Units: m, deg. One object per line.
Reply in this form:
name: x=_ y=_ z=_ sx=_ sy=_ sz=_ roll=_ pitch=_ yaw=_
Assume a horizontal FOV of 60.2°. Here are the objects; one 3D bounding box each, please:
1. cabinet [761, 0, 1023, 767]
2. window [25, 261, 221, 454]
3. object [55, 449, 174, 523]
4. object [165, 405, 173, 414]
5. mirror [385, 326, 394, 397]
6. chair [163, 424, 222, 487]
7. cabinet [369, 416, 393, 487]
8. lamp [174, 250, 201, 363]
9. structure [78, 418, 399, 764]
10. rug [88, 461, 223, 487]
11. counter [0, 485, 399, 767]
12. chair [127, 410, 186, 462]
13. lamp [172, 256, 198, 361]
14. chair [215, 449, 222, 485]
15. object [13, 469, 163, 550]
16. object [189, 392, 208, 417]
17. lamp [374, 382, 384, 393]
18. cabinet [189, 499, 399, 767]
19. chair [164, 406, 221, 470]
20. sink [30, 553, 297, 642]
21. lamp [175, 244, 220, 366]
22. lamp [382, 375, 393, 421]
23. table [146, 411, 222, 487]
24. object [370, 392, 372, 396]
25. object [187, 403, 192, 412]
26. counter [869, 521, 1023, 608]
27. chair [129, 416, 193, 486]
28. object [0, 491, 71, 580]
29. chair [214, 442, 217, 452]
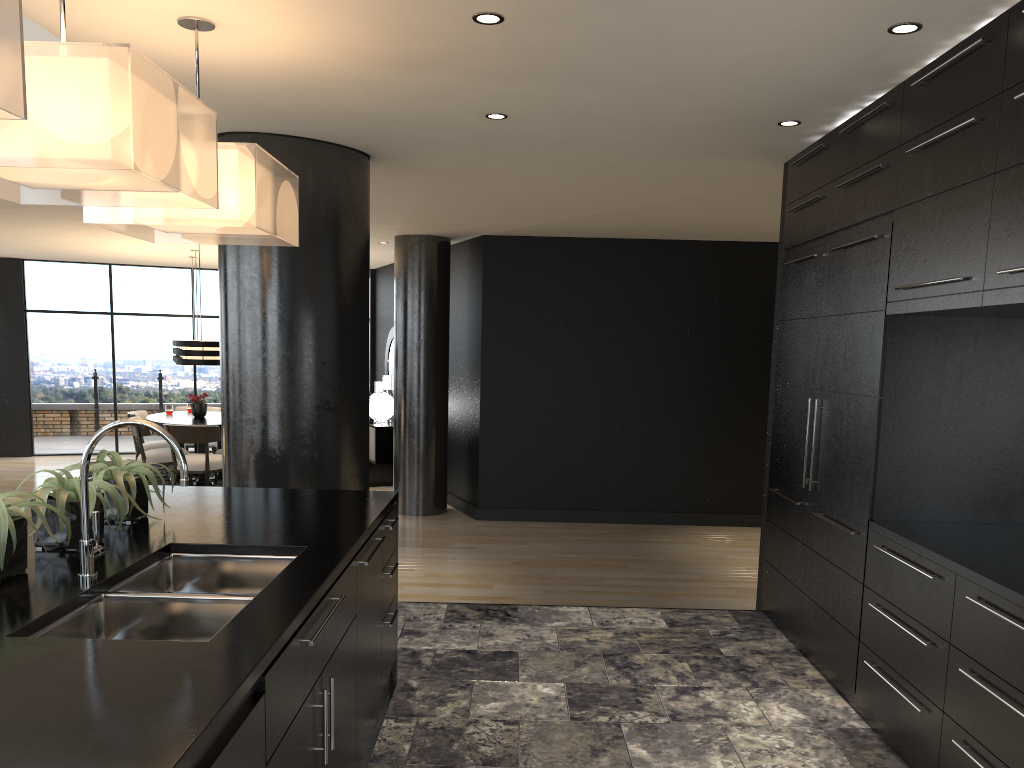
cabinet: x=1.784 y=0.177 z=2.077 sx=0.729 sy=2.547 sz=5.678 roll=1 pitch=3 yaw=0
window: x=-5.527 y=-1.077 z=5.525 sx=10.126 sy=4.832 sz=15.751 roll=1 pitch=3 yaw=-13
object: x=-1.329 y=0.345 z=3.070 sx=0.396 sy=0.241 sz=0.404 roll=3 pitch=4 yaw=25
object: x=-4.255 y=0.319 z=10.960 sx=0.095 sy=0.107 sz=0.094 roll=0 pitch=5 yaw=-11
mirror: x=-1.497 y=-0.211 z=11.373 sx=0.025 sy=1.089 sz=1.066 roll=-2 pitch=6 yaw=-22
chair: x=-3.378 y=0.823 z=9.544 sx=0.642 sy=0.815 sz=0.610 roll=2 pitch=6 yaw=6
cabinet: x=-1.697 y=0.815 z=11.180 sx=0.610 sy=0.773 sz=2.219 roll=-1 pitch=4 yaw=-22
lamp: x=-3.744 y=-0.919 z=10.490 sx=0.535 sy=1.343 sz=0.530 roll=-2 pitch=8 yaw=-23
structure: x=-0.787 y=0.603 z=2.240 sx=0.656 sy=1.027 sz=2.752 roll=1 pitch=3 yaw=0
rug: x=-3.782 y=1.162 z=10.785 sx=2.715 sy=0.011 sz=3.691 roll=0 pitch=3 yaw=-22
counter: x=-1.080 y=0.523 z=2.230 sx=1.179 sy=0.032 sz=3.088 roll=1 pitch=2 yaw=0
chair: x=-4.364 y=0.746 z=10.826 sx=0.616 sy=0.815 sz=0.636 roll=0 pitch=6 yaw=-12
lamp: x=-4.079 y=-0.961 z=11.315 sx=0.535 sy=1.343 sz=0.530 roll=-2 pitch=8 yaw=-23
chair: x=-3.113 y=0.791 z=10.458 sx=0.616 sy=0.815 sz=0.636 roll=2 pitch=6 yaw=6
object: x=-1.356 y=0.362 z=2.664 sx=0.405 sy=0.241 sz=0.395 roll=3 pitch=4 yaw=25
object: x=-3.768 y=0.250 z=10.599 sx=0.228 sy=0.301 sz=0.235 roll=-1 pitch=6 yaw=-20
lamp: x=-1.652 y=0.204 z=10.988 sx=0.132 sy=0.470 sz=0.123 roll=1 pitch=7 yaw=0
cabinet: x=-1.093 y=1.059 z=2.302 sx=1.179 sy=1.047 sz=3.088 roll=1 pitch=3 yaw=0
chair: x=-4.177 y=0.717 z=11.636 sx=0.643 sy=0.815 sz=0.610 roll=1 pitch=6 yaw=-1
sink: x=-0.842 y=0.623 z=2.285 sx=0.460 sy=0.161 sz=0.914 roll=1 pitch=3 yaw=0
lamp: x=-3.410 y=-0.877 z=9.664 sx=0.535 sy=1.343 sz=0.530 roll=-2 pitch=8 yaw=-23
lamp: x=-1.531 y=0.170 z=10.844 sx=0.124 sy=0.556 sz=0.131 roll=6 pitch=9 yaw=30
table: x=-3.763 y=0.784 z=10.671 sx=1.208 sy=0.776 sz=2.088 roll=0 pitch=3 yaw=-20
object: x=-2.026 y=-0.211 z=11.741 sx=0.343 sy=1.222 sz=0.339 roll=0 pitch=8 yaw=-13
object: x=-4.140 y=0.304 z=11.376 sx=0.095 sy=0.107 sz=0.095 roll=5 pitch=6 yaw=34
counter: x=1.798 y=0.634 z=2.140 sx=0.730 sy=0.034 sz=2.836 roll=1 pitch=2 yaw=0
chair: x=-4.010 y=0.787 z=10.046 sx=0.615 sy=0.815 sz=0.637 roll=-2 pitch=7 yaw=-29
object: x=-1.383 y=0.390 z=2.236 sx=0.396 sy=0.219 sz=0.404 roll=3 pitch=4 yaw=25
chair: x=-3.376 y=0.754 z=11.205 sx=0.614 sy=0.815 sz=0.638 roll=-3 pitch=7 yaw=-36
